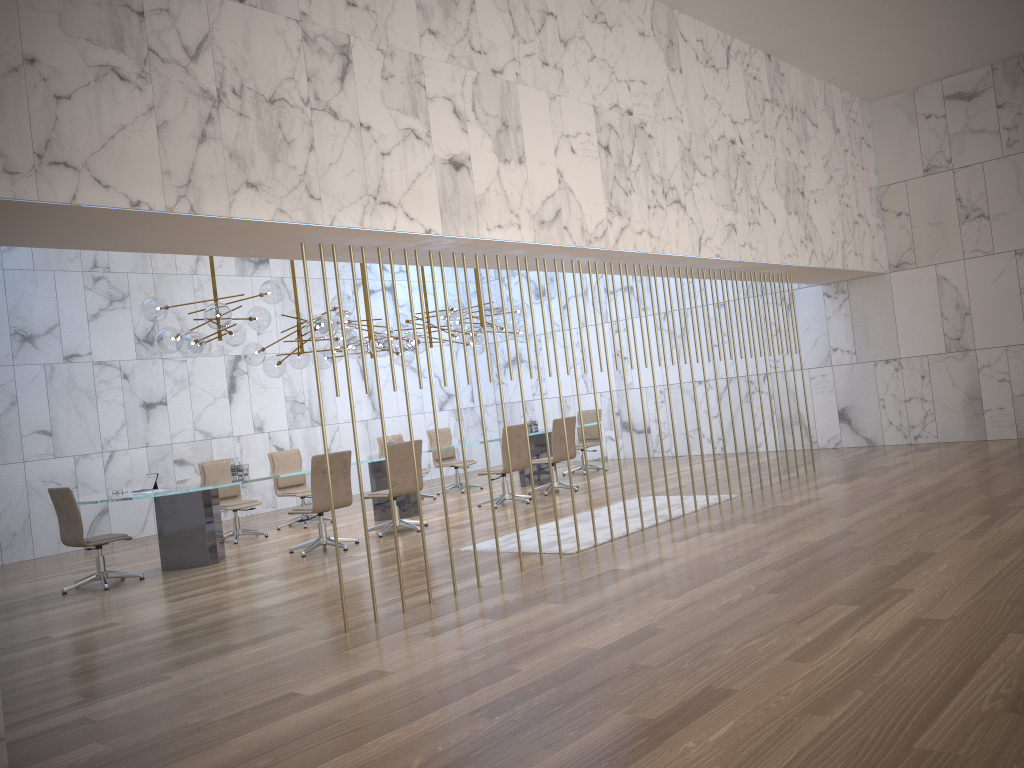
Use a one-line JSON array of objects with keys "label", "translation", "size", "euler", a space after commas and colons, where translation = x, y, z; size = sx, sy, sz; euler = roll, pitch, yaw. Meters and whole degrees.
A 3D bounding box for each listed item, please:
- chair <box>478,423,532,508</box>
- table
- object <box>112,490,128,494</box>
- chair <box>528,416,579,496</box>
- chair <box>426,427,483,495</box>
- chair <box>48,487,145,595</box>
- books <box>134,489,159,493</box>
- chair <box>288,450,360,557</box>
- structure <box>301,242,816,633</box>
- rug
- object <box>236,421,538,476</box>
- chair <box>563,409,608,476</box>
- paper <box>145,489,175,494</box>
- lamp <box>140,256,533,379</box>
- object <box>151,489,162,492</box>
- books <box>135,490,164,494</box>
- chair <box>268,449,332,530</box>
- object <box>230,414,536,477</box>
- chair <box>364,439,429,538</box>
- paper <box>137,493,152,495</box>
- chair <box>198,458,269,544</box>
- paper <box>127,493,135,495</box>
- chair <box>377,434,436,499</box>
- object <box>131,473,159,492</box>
[{"label": "chair", "translation": [-0.095, 1.036, 11.318], "size": [0.697, 1.000, 0.726], "euler": [-8, -1, 42]}, {"label": "table", "translation": [-1.517, 1.282, 11.382], "size": [2.092, 0.835, 7.924], "euler": [-8, -1, 42]}, {"label": "object", "translation": [-4.012, 1.098, 9.081], "size": [0.134, 0.037, 0.096], "euler": [-7, -1, 20]}, {"label": "chair", "translation": [0.561, 0.972, 12.061], "size": [0.697, 1.000, 0.726], "euler": [-8, -1, 42]}, {"label": "chair", "translation": [-0.904, 1.173, 13.765], "size": [0.697, 1.000, 0.726], "euler": [-8, -1, 41]}, {"label": "chair", "translation": [-4.034, 1.453, 8.554], "size": [0.726, 1.000, 0.697], "euler": [-8, -1, 42]}, {"label": "books", "translation": [-3.570, 1.047, 8.660], "size": [0.126, 0.012, 0.205], "euler": [-7, -1, 38]}, {"label": "chair", "translation": [-1.976, 1.222, 9.185], "size": [0.697, 1.000, 0.726], "euler": [-8, -1, 42]}, {"label": "structure", "translation": [1.204, 0.097, 8.237], "size": [0.023, 2.456, 7.223], "euler": [-8, -1, 42]}, {"label": "rug", "translation": [0.988, 1.356, 8.849], "size": [1.320, 0.034, 3.025], "euler": [-8, -1, 41]}, {"label": "object", "translation": [-1.344, 0.786, 11.598], "size": [0.183, 0.117, 5.112], "euler": [-8, -1, 42]}, {"label": "chair", "translation": [1.151, 0.942, 14.419], "size": [0.726, 1.000, 0.697], "euler": [-8, -1, 42]}, {"label": "paper", "translation": [-3.410, 1.035, 8.524], "size": [0.210, 0.001, 0.290], "euler": [-7, -1, 35]}, {"label": "lamp", "translation": [-1.926, -1.503, 11.342], "size": [1.557, 2.716, 5.672], "euler": [-8, -1, 41]}, {"label": "object", "translation": [-3.426, 1.027, 8.563], "size": [0.011, 0.011, 0.158], "euler": [-7, -1, 16]}, {"label": "books", "translation": [-3.512, 1.044, 8.590], "size": [0.239, 0.012, 0.205], "euler": [-7, -1, 29]}, {"label": "chair", "translation": [-2.783, 1.358, 11.635], "size": [0.697, 1.000, 0.726], "euler": [-8, -1, 41]}, {"label": "object", "translation": [-1.377, 0.742, 11.642], "size": [0.124, 0.213, 5.189], "euler": [-8, -1, 42]}, {"label": "chair", "translation": [-1.316, 1.157, 9.933], "size": [0.697, 1.000, 0.726], "euler": [-8, -1, 42]}, {"label": "paper", "translation": [-3.410, 1.036, 8.524], "size": [0.210, 0.001, 0.290], "euler": [-7, -1, 34]}, {"label": "chair", "translation": [-3.435, 1.422, 10.896], "size": [0.697, 1.000, 0.726], "euler": [-8, -1, 41]}, {"label": "paper", "translation": [-3.590, 1.059, 8.670], "size": [0.210, 0.001, 0.290], "euler": [-8, -1, 40]}, {"label": "chair", "translation": [-1.564, 1.238, 13.017], "size": [0.697, 1.000, 0.726], "euler": [-8, -1, 41]}, {"label": "object", "translation": [-3.738, 1.003, 9.009], "size": [0.255, 0.159, 0.205], "euler": [-8, -1, 42]}]
